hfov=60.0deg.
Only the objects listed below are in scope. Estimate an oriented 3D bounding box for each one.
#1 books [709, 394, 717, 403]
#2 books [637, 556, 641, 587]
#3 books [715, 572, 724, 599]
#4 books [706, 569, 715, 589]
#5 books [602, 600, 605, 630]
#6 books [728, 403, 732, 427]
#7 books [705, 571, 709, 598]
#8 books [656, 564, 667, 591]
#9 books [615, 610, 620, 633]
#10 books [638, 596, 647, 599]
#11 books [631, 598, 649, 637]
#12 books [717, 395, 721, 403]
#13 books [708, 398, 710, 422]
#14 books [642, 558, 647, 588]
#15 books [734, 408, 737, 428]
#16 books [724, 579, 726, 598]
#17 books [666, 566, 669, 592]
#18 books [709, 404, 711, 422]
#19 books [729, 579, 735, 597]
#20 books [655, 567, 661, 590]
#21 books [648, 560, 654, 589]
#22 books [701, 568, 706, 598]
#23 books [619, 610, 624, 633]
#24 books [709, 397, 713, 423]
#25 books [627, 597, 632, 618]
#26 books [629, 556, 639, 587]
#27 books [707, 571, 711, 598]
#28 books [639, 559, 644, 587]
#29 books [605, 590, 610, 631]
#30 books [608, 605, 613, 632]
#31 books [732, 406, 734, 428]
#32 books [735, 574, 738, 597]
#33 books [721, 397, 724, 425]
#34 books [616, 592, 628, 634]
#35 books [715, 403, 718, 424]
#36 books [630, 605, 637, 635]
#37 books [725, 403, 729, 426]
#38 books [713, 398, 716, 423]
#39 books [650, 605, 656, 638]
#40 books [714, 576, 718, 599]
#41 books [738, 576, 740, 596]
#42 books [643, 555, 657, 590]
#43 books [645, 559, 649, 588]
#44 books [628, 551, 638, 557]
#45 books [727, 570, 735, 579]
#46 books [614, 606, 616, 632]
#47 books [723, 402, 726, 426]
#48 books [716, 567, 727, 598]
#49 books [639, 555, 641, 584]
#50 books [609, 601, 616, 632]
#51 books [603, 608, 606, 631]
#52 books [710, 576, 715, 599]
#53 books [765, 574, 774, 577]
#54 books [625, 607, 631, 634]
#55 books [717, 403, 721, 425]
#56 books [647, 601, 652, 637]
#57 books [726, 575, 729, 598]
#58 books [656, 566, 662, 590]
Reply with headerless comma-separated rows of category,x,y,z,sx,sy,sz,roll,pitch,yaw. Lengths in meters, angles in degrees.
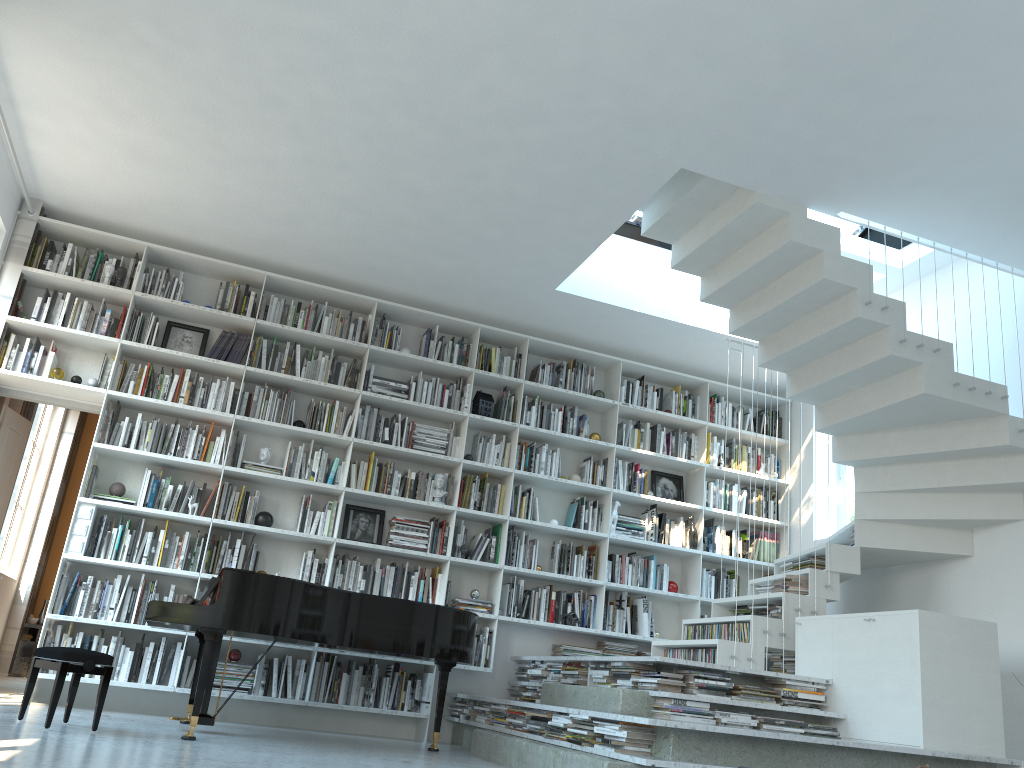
books,1.766,0.263,7.849,0.014,0.330,0.143,13,-20,-17
books,0.981,1.523,7.146,0.012,0.261,0.187,13,-20,-17
books,1.699,1.692,7.370,0.027,0.247,0.184,13,-20,-17
books,1.642,1.682,7.388,0.024,0.266,0.133,13,-20,-17
books,0.690,1.807,6.981,0.015,0.286,0.138,13,-20,-17
books,1.887,0.320,7.870,0.029,0.263,0.179,13,-20,-17
books,1.569,1.675,7.345,0.037,0.235,0.153,13,-20,-17
books,1.202,1.592,7.230,0.025,0.234,0.181,13,-20,-17
books,0.806,1.881,7.004,0.030,0.187,0.140,13,-20,-17
books,1.037,1.870,7.105,0.012,0.325,0.136,13,-20,-17
books,0.999,1.858,7.030,0.075,0.290,0.255,13,-20,-17
books,1.798,0.273,7.860,0.012,0.325,0.152,13,-20,-17
books,1.682,0.268,7.806,0.022,0.274,0.160,13,-20,-17
books,1.037,1.544,7.166,0.014,0.248,0.177,13,-20,-17
books,1.946,0.346,7.885,0.025,0.236,0.144,13,-20,-17
books,1.726,1.731,7.400,0.027,0.200,0.164,13,-20,-17
books,1.225,1.604,7.237,0.027,0.222,0.170,13,-20,-17
books,1.698,0.301,7.815,0.025,0.222,0.137,13,-20,-17
books,1.805,1.740,7.407,0.021,0.204,0.175,13,-20,-17
books,1.142,1.593,7.200,0.030,0.200,0.190,13,-20,-17
books,1.089,1.558,7.182,0.023,0.243,0.190,13,-20,-17
books,1.544,1.659,7.332,0.024,0.251,0.176,13,-20,-17
books,0.833,1.887,7.006,0.024,0.184,0.149,13,-20,-17
books,1.724,0.271,7.817,0.013,0.285,0.151,13,-20,-17
books,0.911,1.853,7.065,0.010,0.303,0.132,13,-20,-17
books,0.952,1.519,7.132,0.028,0.254,0.192,13,-20,-17
books,1.596,1.679,7.356,0.022,0.241,0.151,13,-20,-17
books,1.011,1.546,7.177,0.026,0.245,0.166,13,-20,-17
books,0.732,1.801,7.010,0.013,0.326,0.131,13,-20,-17
books,0.746,1.855,6.988,0.023,0.213,0.164,13,-20,-17
books,1.919,0.337,7.887,0.027,0.249,0.155,13,-20,-17
books,1.847,1.733,7.448,0.012,0.253,0.161,13,-20,-17
books,1.813,0.281,7.847,0.012,0.305,0.185,13,-20,-17
books,0.860,1.820,7.032,0.014,0.332,0.169,13,-20,-17
books,1.752,0.301,7.808,0.022,0.228,0.175,13,-20,-17
books,0.933,1.883,7.045,0.031,0.238,0.172,13,-20,-17
books,1.863,0.317,7.861,0.022,0.258,0.163,13,-20,-17
books,1.740,0.278,7.806,0.012,0.268,0.185,13,-20,-17
books,1.097,1.904,7.104,0.062,0.273,0.148,13,-20,-17
books,1.664,1.713,7.379,0.025,0.207,0.149,13,-20,-17
books,1.859,1.742,7.445,0.013,0.239,0.166,13,-20,-17
books,1.113,1.542,7.200,0.026,0.289,0.181,13,-20,-17
books,1.064,1.556,7.201,0.012,0.253,0.161,13,-20,-17
books,0.966,1.508,7.164,0.013,0.298,0.148,13,-20,-17
books,1.821,1.709,7.432,0.011,0.283,0.161,13,-20,-17
books,0.781,1.865,6.999,0.025,0.209,0.137,13,-20,-17
books,1.839,0.305,7.861,0.027,0.274,0.149,13,-20,-17
books,1.750,1.690,7.421,0.013,0.296,0.141,13,-20,-17
books,0.996,1.529,7.173,0.011,0.271,0.152,13,-20,-17
books,0.768,1.842,6.988,0.015,0.242,0.157,13,-20,-17
books,0.704,1.850,6.986,0.033,0.212,0.140,13,-20,-17
books,1.620,1.702,7.353,0.029,0.200,0.173,13,-20,-17
books,2.207,1.789,7.579,0.013,0.314,0.130,13,-20,-17
books,0.885,1.882,7.023,0.052,0.216,0.185,13,-20,-17
books,1.783,0.304,7.828,0.023,0.243,0.183,13,-20,-17
books,1.060,1.886,7.084,0.025,0.286,0.160,13,-20,-17
books,1.761,1.722,7.409,0.014,0.229,0.173,13,-20,-17
books,1.169,1.596,7.227,0.037,0.218,0.140,13,-20,-17
